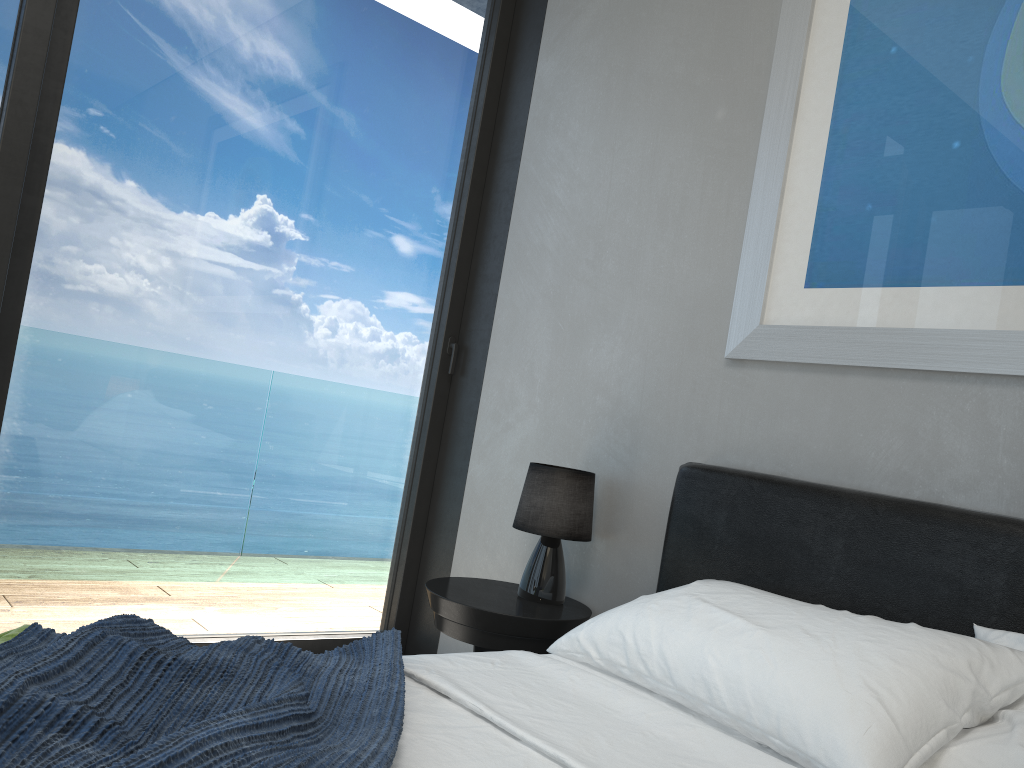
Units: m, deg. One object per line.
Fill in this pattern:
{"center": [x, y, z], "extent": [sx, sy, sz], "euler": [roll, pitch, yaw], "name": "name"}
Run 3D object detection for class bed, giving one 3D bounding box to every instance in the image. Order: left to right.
{"center": [0.085, 0.540, 0.921], "extent": [2.623, 0.933, 2.751], "euler": [12, -3, -40], "name": "bed"}

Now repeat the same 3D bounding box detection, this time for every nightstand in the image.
{"center": [-0.046, 0.845, 2.612], "extent": [0.497, 0.440, 0.496], "euler": [11, -2, -29], "name": "nightstand"}

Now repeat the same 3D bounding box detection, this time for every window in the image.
{"center": [1.040, -0.379, 2.228], "extent": [9.745, 3.181, 3.591], "euler": [12, -3, -40], "name": "window"}

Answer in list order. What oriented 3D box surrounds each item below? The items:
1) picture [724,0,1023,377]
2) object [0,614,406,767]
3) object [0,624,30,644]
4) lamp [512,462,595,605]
{"center": [1.283, -0.696, 1.774], "extent": [0.025, 1.399, 1.797], "euler": [11, -2, -40], "name": "picture"}
{"center": [-0.473, 0.568, 0.677], "extent": [0.685, 0.567, 2.156], "euler": [10, -3, 2], "name": "object"}
{"center": [-0.287, 0.538, 0.618], "extent": [0.647, 0.342, 2.299], "euler": [12, -3, -40], "name": "object"}
{"center": [0.119, 0.449, 2.663], "extent": [0.241, 0.400, 0.220], "euler": [9, -2, 19], "name": "lamp"}
